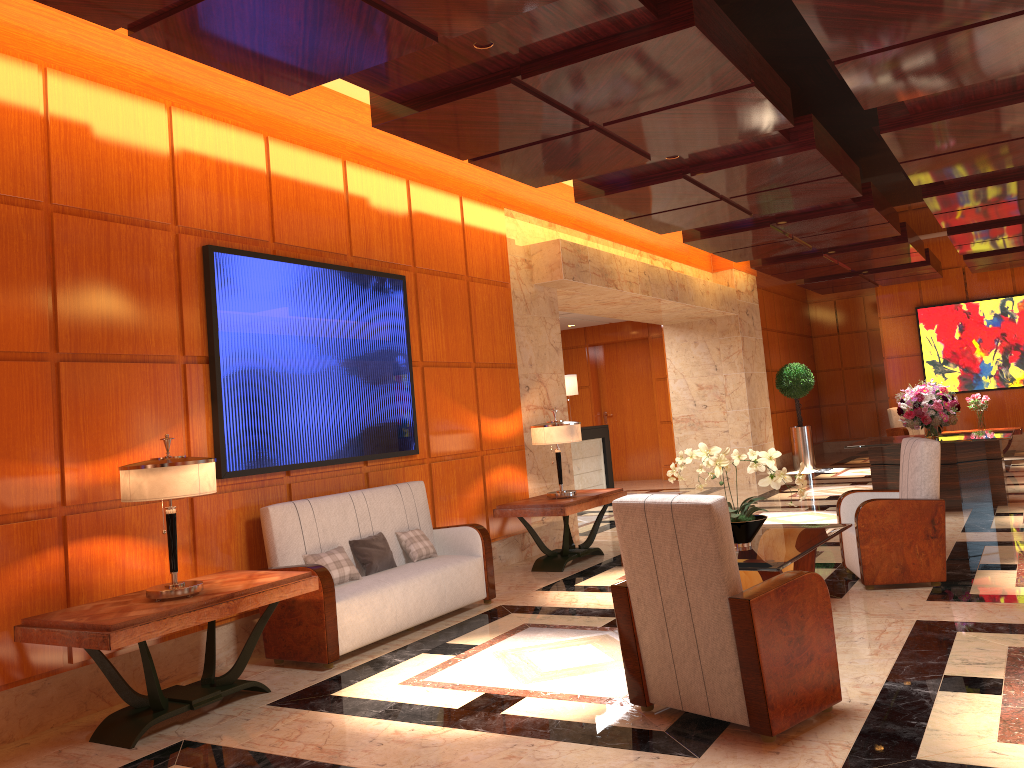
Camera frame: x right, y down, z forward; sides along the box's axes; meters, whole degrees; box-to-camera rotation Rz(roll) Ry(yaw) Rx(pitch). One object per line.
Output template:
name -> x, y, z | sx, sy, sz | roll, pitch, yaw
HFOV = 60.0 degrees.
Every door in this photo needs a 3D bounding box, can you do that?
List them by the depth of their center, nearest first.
door -> 2.223, 0.508, 16.983 | 1.283, 2.705, 0.340 | -7, -5, 30

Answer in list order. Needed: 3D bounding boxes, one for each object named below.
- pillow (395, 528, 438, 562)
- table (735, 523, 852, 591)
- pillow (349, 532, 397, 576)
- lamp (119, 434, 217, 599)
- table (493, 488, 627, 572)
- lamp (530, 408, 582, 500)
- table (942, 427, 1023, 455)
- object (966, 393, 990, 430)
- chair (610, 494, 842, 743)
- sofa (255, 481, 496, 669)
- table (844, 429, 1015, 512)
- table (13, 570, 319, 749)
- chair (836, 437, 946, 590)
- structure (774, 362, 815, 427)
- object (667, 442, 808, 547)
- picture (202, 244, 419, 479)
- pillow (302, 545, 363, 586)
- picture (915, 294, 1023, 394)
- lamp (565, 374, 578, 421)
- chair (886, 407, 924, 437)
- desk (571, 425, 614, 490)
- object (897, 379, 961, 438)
pillow -> -0.682, 1.163, 6.377 | 0.202, 0.230, 0.273 | -7, -4, 33
table -> 1.473, 1.183, 5.206 | 0.720, 0.497, 1.559 | -7, -3, 34
pillow -> -0.942, 1.155, 6.012 | 0.160, 0.253, 0.357 | -7, -4, 27
lamp -> -1.709, 0.647, 4.441 | 0.459, 0.796, 0.457 | -4, -4, -8
table -> 0.488, 1.333, 8.101 | 0.724, 0.608, 1.269 | -7, -3, 31
lamp -> 0.417, 0.623, 8.008 | 0.457, 0.812, 0.458 | -8, -5, 40
table -> 7.605, 1.017, 14.316 | 1.165, 0.536, 0.724 | -7, -4, 30
object -> 7.585, 0.451, 14.381 | 0.327, 0.598, 0.349 | -2, -5, -39
chair -> 0.882, 0.931, 3.830 | 0.629, 0.964, 0.735 | -2, -5, -40
sofa -> -0.869, 1.187, 5.991 | 0.611, 0.935, 1.798 | -7, -4, 31
table -> 4.748, 0.971, 9.924 | 1.597, 0.747, 1.599 | -7, -3, 31
table -> -1.672, 1.366, 4.475 | 0.724, 0.608, 1.269 | -7, -3, 31
chair -> 2.662, 0.879, 6.240 | 0.628, 0.964, 0.736 | -6, -4, 9
structure -> 5.218, 0.446, 16.181 | 0.721, 1.718, 0.720 | -6, -4, 9
object -> 1.316, 0.635, 5.179 | 0.788, 0.619, 0.416 | -5, -4, 8
picture -> -1.340, -0.150, 6.323 | 0.056, 1.457, 1.995 | -8, -4, 31
pillow -> -1.139, 1.165, 5.624 | 0.194, 0.227, 0.344 | -8, -4, 36
picture -> 8.815, -0.726, 16.757 | 1.992, 1.742, 0.056 | -7, -5, 30
lamp -> 0.856, 0.279, 13.802 | 0.373, 0.823, 0.371 | -2, -5, -34
chair -> 7.547, 0.903, 16.715 | 0.738, 0.964, 0.626 | -4, -4, -10
desk -> 0.431, 1.268, 13.007 | 0.939, 1.144, 2.924 | -7, -3, 31
object -> 4.679, 0.271, 9.965 | 0.649, 0.660, 0.679 | -6, -4, 22
